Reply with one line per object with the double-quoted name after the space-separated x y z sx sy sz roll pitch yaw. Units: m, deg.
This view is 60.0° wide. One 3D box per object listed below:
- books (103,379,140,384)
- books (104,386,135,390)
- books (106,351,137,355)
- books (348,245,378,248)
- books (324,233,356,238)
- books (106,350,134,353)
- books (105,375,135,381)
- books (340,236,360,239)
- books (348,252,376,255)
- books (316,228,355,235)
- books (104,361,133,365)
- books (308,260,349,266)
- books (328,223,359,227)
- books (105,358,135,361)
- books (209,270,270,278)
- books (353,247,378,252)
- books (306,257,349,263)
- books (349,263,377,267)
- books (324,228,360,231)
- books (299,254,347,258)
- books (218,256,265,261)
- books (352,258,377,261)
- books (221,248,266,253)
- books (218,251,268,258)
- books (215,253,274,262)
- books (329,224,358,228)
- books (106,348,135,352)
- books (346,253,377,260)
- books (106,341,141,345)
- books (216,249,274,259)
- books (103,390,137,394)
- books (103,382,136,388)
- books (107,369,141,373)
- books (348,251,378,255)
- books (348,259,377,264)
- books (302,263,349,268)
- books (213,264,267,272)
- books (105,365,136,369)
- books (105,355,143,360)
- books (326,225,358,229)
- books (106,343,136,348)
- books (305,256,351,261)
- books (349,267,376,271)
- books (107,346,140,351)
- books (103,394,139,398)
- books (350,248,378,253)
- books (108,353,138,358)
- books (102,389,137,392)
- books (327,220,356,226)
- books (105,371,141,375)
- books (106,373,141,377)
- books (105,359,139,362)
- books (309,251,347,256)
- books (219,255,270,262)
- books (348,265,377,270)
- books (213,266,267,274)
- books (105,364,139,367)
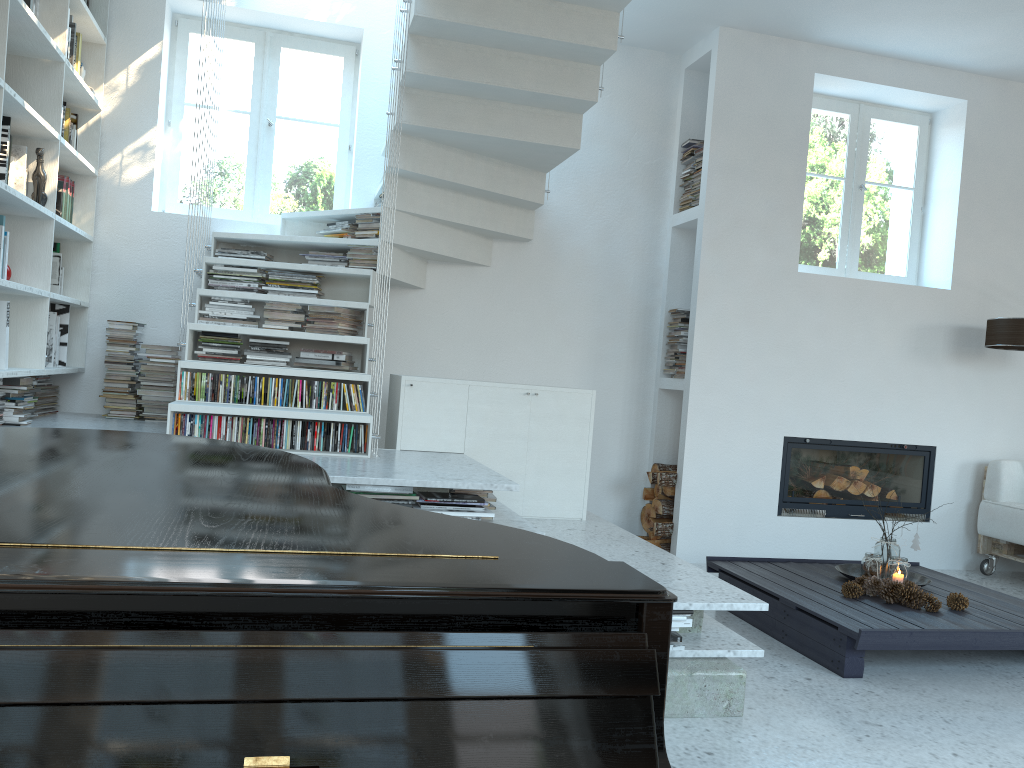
-2.152 -0.016 4.908 0.166 0.013 0.242 4 1 -16 "books"
-2.170 0.021 4.905 0.135 0.013 0.184 4 1 -17 "books"
-2.153 -0.170 4.897 0.133 0.012 0.190 4 1 -11 "books"
-0.788 -0.744 4.938 0.158 0.007 0.300 5 1 11 "books"
-0.940 -0.840 5.091 0.216 0.008 0.184 5 1 41 "books"
-2.161 -0.180 4.894 0.116 0.006 0.221 4 1 -16 "books"
-2.164 -0.038 4.904 0.128 0.022 0.257 4 1 -18 "books"
-0.923 -0.825 5.109 0.133 0.019 0.216 4 1 -39 "books"
-0.785 -0.706 4.938 0.149 0.006 0.290 5 1 15 "books"
-0.952 -0.858 5.077 0.226 0.013 0.284 4 1 -41 "books"
-2.172 -0.116 4.899 0.115 0.015 0.187 4 1 -13 "books"
-1.020 -0.675 5.025 0.230 0.022 0.141 5 1 9 "books"
-0.918 -0.903 5.105 0.157 0.005 0.268 4 1 -44 "books"
-2.165 -0.137 4.899 0.115 0.008 0.187 4 1 -10 "books"
-1.433 -0.579 4.704 0.298 0.017 0.136 4 1 2 "books"
-0.775 -0.735 4.936 0.163 0.008 0.266 5 1 6 "books"
-1.022 -0.691 5.005 0.233 0.010 0.170 5 1 6 "books"
-0.783 -0.647 4.938 0.179 0.015 0.223 5 1 10 "books"
-0.938 -0.870 5.090 0.230 0.013 0.184 5 1 41 "books"
-1.021 -0.711 5.003 0.298 0.006 0.192 5 1 11 "books"
-1.521 -0.698 5.042 0.253 0.011 0.182 4 1 -7 "books"
-0.792 -0.677 4.940 0.144 0.008 0.208 5 1 6 "books"
-1.518 -0.751 5.057 0.239 0.008 0.160 4 1 -5 "books"
-1.519 -0.727 5.038 0.262 0.006 0.184 4 1 -8 "books"
-1.520 -0.719 5.043 0.282 0.010 0.169 4 1 1 "books"
-0.925 -0.894 5.100 0.173 0.014 0.196 4 1 -44 "books"
-2.160 -0.187 4.894 0.118 0.008 0.234 4 1 -16 "books"
-0.777 -0.691 4.932 0.200 0.023 0.262 5 1 13 "books"
-2.141 -0.224 4.897 0.150 0.008 0.214 4 1 -12 "books"
-1.519 -0.739 5.051 0.288 0.017 0.150 4 1 1 "books"
-2.169 0.040 4.906 0.139 0.010 0.190 4 1 -11 "books"
-2.171 0.002 4.904 0.130 0.025 0.177 4 1 -11 "books"
-2.145 -0.071 4.907 0.166 0.007 0.215 4 1 -18 "books"
-0.787 -0.713 4.939 0.159 0.007 0.285 5 1 12 "books"
-0.783 -0.664 4.938 0.173 0.018 0.238 5 1 13 "books"
-1.025 -0.655 5.004 0.265 0.017 0.175 5 1 15 "books"
-1.431 -0.609 4.687 0.235 0.014 0.165 5 1 3 "books"
-2.163 -0.094 4.902 0.134 0.014 0.187 4 1 -16 "books"
-2.144 -0.145 4.900 0.152 0.013 0.218 4 1 -10 "books"
-0.930 -0.882 5.096 0.175 0.012 0.265 4 1 -42 "books"
-2.156 -0.213 4.894 0.119 0.015 0.159 4 1 -10 "books"
-1.019 -0.702 5.017 0.254 0.012 0.161 5 1 10 "books"
-0.807 -0.627 4.943 0.130 0.015 0.210 5 1 13 "books"
-2.145 -0.197 4.898 0.144 0.015 0.206 4 1 -17 "books"
-2.164 0.060 4.908 0.160 0.014 0.198 4 1 -15 "books"
-0.798 -0.725 4.941 0.132 0.016 0.262 5 1 9 "books"
-2.148 -0.158 4.899 0.133 0.012 0.250 4 1 -19 "books"
-2.169 0.032 4.905 0.135 0.008 0.230 4 1 -11 "books"
-0.918 -0.913 5.105 0.157 0.014 0.300 4 1 -44 "books"
-2.152 -0.063 4.906 0.159 0.010 0.196 4 1 -16 "books"
-2.148 -0.053 4.907 0.161 0.010 0.224 4 1 -18 "books"
-2.149 -0.130 4.904 0.155 0.005 0.222 4 1 -12 "books"
-1.021 -0.721 5.001 0.199 0.016 0.182 5 1 7 "books"
-1.522 -0.709 5.065 0.266 0.010 0.145 4 1 -5 "books"
-0.785 -0.636 4.939 0.168 0.008 0.241 5 1 14 "books"
-1.432 -0.594 4.677 0.230 0.015 0.190 4 1 0 "books"
-2.157 -0.104 4.903 0.151 0.007 0.184 4 1 -14 "books"
